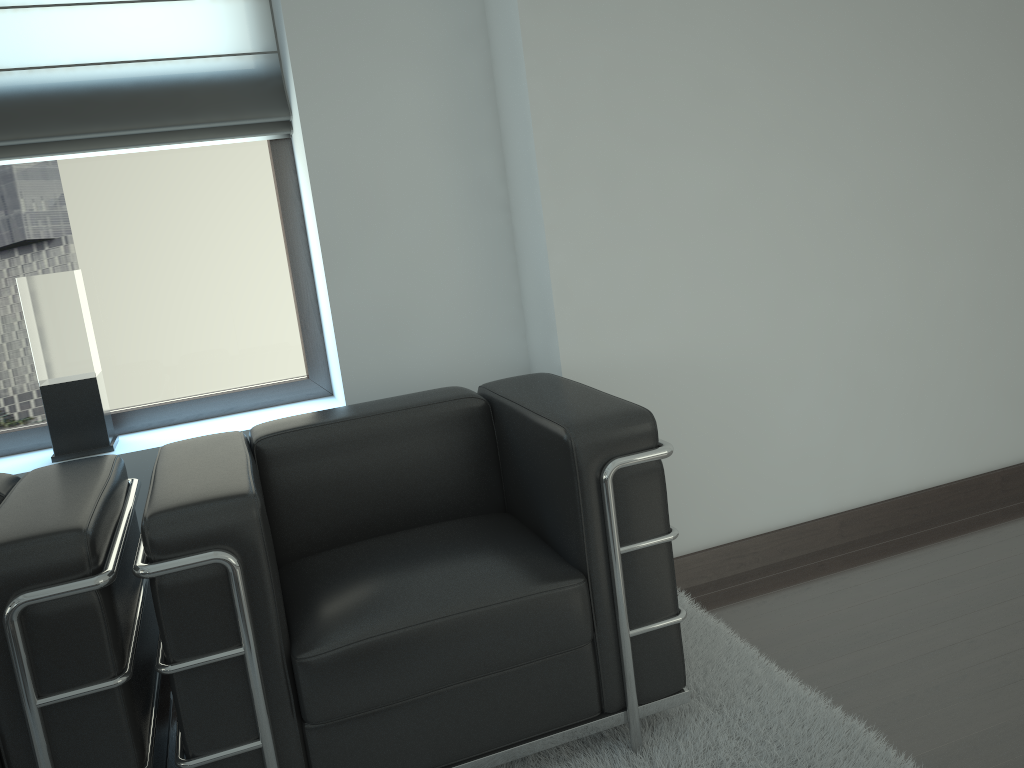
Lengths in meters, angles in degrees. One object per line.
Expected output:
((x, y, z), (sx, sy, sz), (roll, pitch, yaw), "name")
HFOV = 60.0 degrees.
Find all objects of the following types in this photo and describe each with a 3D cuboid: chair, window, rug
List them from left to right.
((-0.671, 1.843, 0.450), (5.177, 0.109, 6.276), (-11, 12, -17), "rug")
((-1.931, 1.011, 2.641), (1.648, 1.164, 1.127), (-11, 11, -18), "chair")
((-2.082, -1.090, 3.935), (2.135, 2.718, 0.146), (-11, 10, -18), "window")
((-0.349, 0.707, 3.147), (1.648, 1.164, 1.127), (-11, 11, -18), "chair")

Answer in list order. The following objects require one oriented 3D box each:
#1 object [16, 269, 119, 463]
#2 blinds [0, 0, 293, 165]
((-1.895, -0.086, 3.788), (0.244, 0.772, 0.239), (-10, 10, -18), "object")
((-2.105, -1.678, 3.676), (2.126, 1.469, 0.223), (-11, 10, -18), "blinds")
